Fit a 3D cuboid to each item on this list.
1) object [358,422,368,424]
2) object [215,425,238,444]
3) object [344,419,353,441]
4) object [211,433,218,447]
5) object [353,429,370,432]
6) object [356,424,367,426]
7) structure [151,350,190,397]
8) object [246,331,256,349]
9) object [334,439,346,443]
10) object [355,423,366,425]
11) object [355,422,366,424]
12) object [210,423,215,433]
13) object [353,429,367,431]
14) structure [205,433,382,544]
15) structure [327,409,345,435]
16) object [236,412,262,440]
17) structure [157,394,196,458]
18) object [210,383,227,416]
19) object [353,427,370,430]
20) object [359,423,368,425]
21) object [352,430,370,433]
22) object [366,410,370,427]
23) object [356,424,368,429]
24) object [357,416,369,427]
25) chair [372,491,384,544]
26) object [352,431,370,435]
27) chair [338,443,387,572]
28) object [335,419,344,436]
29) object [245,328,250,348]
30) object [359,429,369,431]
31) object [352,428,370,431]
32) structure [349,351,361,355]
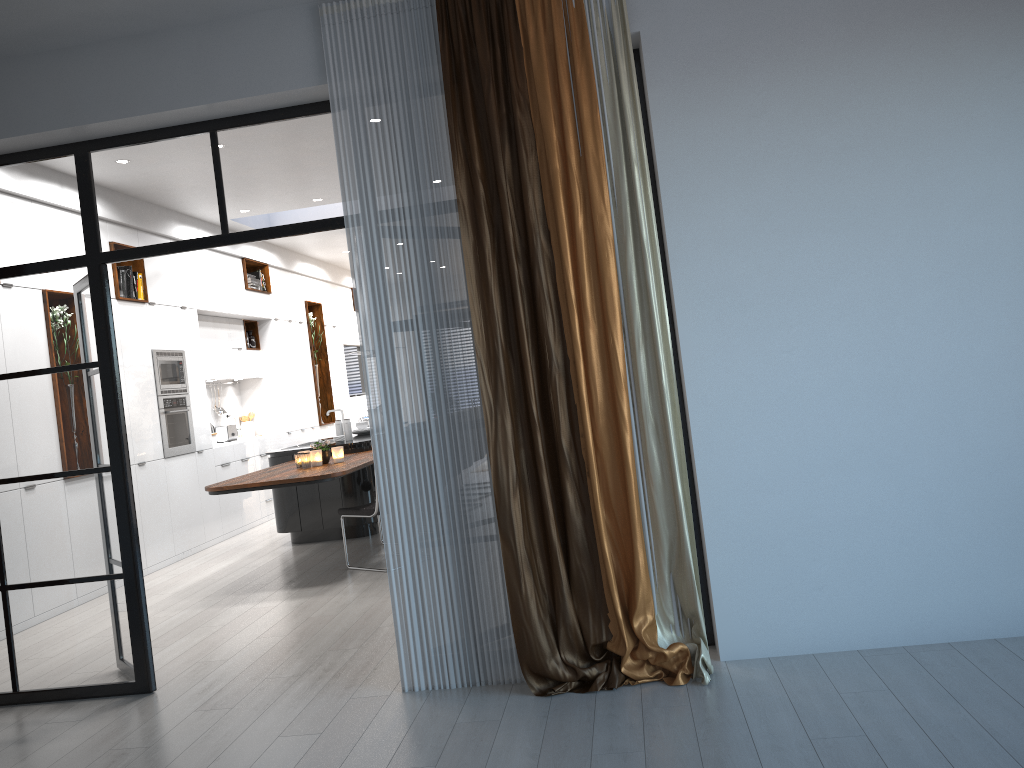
[{"bbox_3d":[-1.621,0.445,9.576,0.138,0.051,0.138,-7,0,-13],"label":"object"},{"bbox_3d":[-3.342,0.583,10.399,0.176,0.195,0.260,-7,0,7],"label":"object"},{"bbox_3d":[-1.574,0.435,8.509,0.071,0.219,0.071,-8,-1,33],"label":"object"},{"bbox_3d":[-3.279,0.609,9.277,0.380,0.148,0.263,-7,0,7],"label":"object"},{"bbox_3d":[-1.612,0.512,9.575,0.264,0.033,0.264,-7,1,44],"label":"object"},{"bbox_3d":[-1.618,0.462,9.576,0.138,0.051,0.138,-7,0,-13],"label":"object"},{"bbox_3d":[-3.457,-0.079,8.453,0.458,0.430,0.595,-7,0,7],"label":"structure"},{"bbox_3d":[-3.260,-0.545,11.029,0.123,0.231,0.123,-7,-1,8],"label":"object"},{"bbox_3d":[-1.624,0.541,8.360,0.111,0.023,0.111,-7,0,19],"label":"object"},{"bbox_3d":[-1.620,0.451,9.576,0.138,0.051,0.138,-7,0,-13],"label":"object"},{"bbox_3d":[-1.621,0.439,9.576,0.138,0.051,0.138,-7,0,-13],"label":"object"},{"bbox_3d":[-3.368,0.555,9.827,0.220,0.270,0.179,-7,-1,-41],"label":"object"},{"bbox_3d":[-1.614,0.497,9.575,0.229,0.016,0.229,-7,0,4],"label":"object"},{"bbox_3d":[-1.482,0.977,8.962,1.377,0.887,5.642,-7,0,7],"label":"structure"},{"bbox_3d":[-1.736,0.407,8.748,0.177,0.310,0.089,-7,-1,7],"label":"structure"},{"bbox_3d":[-3.273,0.510,10.943,0.220,0.316,0.330,-7,0,7],"label":"object"},{"bbox_3d":[-3.377,0.415,8.442,0.495,0.571,0.595,-7,0,7],"label":"structure"},{"bbox_3d":[-3.453,0.179,10.388,0.069,0.389,0.320,-7,0,8],"label":"object"},{"bbox_3d":[-1.616,0.488,9.575,0.229,0.016,0.229,-7,0,4],"label":"object"},{"bbox_3d":[-1.619,0.457,9.576,0.138,0.051,0.138,-7,0,-13],"label":"object"},{"bbox_3d":[-1.611,0.519,9.575,0.264,0.033,0.264,-7,1,44],"label":"object"},{"bbox_3d":[-1.499,0.397,9.843,0.211,0.254,0.183,-7,-1,41],"label":"object"},{"bbox_3d":[-1.618,0.468,9.576,0.138,0.051,0.138,-7,0,-13],"label":"object"},{"bbox_3d":[-1.673,0.456,10.206,0.211,0.174,0.211,-7,0,14],"label":"object"},{"bbox_3d":[-0.878,0.846,7.733,0.536,1.019,0.471,-8,-1,37],"label":"chair"},{"bbox_3d":[-1.611,0.525,9.575,0.264,0.033,0.264,-7,1,44],"label":"object"},{"bbox_3d":[-1.002,0.869,6.803,0.536,1.019,0.471,-8,-1,42],"label":"chair"},{"bbox_3d":[-1.656,0.446,8.510,0.071,0.219,0.071,-7,-1,-29],"label":"object"},{"bbox_3d":[-3.286,-0.562,10.836,0.124,0.275,0.124,-7,-1,-5],"label":"object"},{"bbox_3d":[-1.614,0.501,9.575,0.229,0.016,0.229,-7,0,4],"label":"object"},{"bbox_3d":[-1.615,0.492,9.575,0.229,0.016,0.229,-7,0,4],"label":"object"},{"bbox_3d":[-1.762,-1.130,11.112,0.695,1.609,1.043,-7,-1,6],"label":"structure"}]
